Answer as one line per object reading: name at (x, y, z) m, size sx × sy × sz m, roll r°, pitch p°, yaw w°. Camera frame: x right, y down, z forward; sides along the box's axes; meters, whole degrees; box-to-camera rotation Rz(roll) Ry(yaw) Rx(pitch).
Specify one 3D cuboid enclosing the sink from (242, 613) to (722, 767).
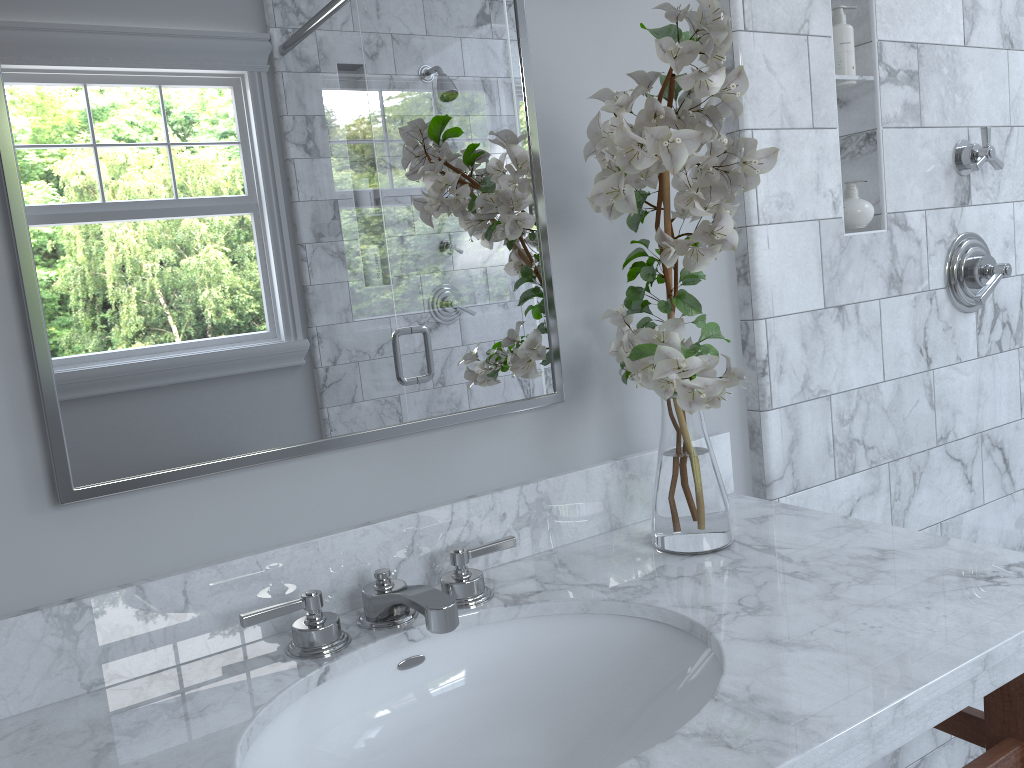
sink at (-0.023, 0.469, 0.954) m, size 0.517 × 0.270 × 0.494 m, roll -4°, pitch 7°, yaw 17°

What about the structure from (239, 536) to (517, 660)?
structure at (-0.154, 0.270, 1.134) m, size 0.256 × 0.069 × 0.295 m, roll -4°, pitch 7°, yaw 18°

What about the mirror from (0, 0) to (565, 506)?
mirror at (-0.270, -0.401, 1.117) m, size 0.694 × 0.977 × 0.030 m, roll -11°, pitch 8°, yaw -31°

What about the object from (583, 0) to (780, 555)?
object at (0.232, -0.100, 1.177) m, size 0.225 × 0.706 × 0.374 m, roll -6°, pitch 7°, yaw -1°

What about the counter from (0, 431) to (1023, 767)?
counter at (-0.105, 0.713, 0.925) m, size 1.657 × 0.983 × 0.638 m, roll -11°, pitch 8°, yaw -31°
